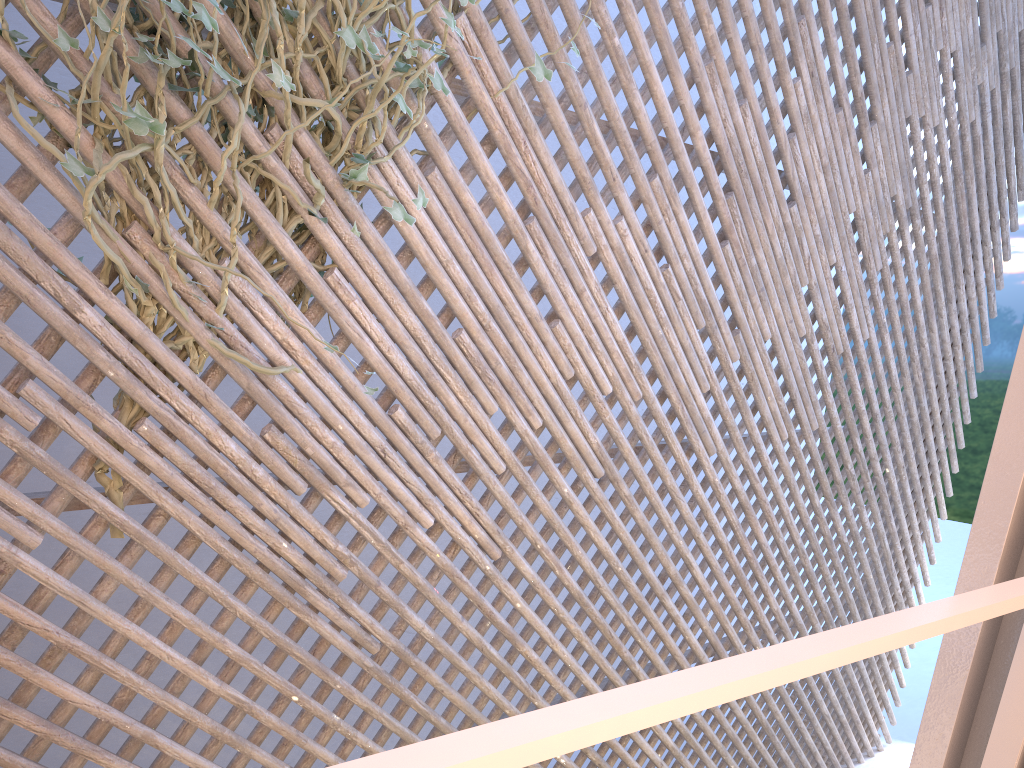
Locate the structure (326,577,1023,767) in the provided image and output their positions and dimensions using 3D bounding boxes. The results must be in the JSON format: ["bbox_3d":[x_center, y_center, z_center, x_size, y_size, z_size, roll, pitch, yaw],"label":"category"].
[{"bbox_3d":[-0.402,0.397,0.088,1.665,0.620,0.025,-2,19,-33],"label":"structure"}]

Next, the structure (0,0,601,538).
[{"bbox_3d":[-0.212,-1.125,1.464,2.265,2.999,0.687,-11,23,-40],"label":"structure"}]
